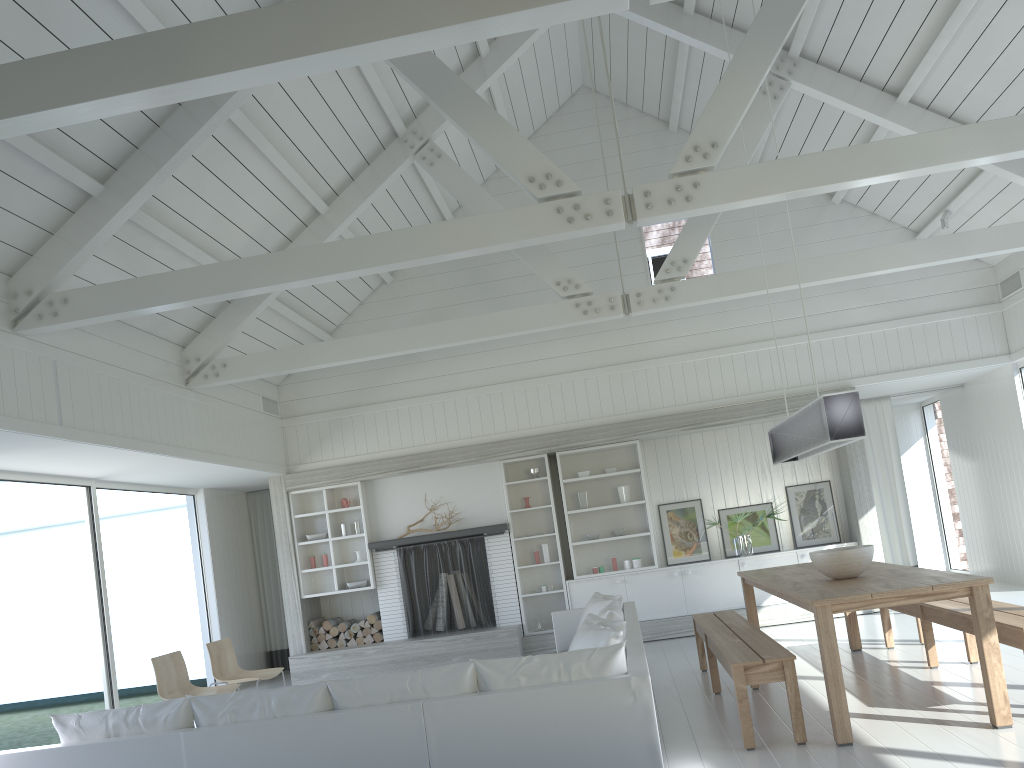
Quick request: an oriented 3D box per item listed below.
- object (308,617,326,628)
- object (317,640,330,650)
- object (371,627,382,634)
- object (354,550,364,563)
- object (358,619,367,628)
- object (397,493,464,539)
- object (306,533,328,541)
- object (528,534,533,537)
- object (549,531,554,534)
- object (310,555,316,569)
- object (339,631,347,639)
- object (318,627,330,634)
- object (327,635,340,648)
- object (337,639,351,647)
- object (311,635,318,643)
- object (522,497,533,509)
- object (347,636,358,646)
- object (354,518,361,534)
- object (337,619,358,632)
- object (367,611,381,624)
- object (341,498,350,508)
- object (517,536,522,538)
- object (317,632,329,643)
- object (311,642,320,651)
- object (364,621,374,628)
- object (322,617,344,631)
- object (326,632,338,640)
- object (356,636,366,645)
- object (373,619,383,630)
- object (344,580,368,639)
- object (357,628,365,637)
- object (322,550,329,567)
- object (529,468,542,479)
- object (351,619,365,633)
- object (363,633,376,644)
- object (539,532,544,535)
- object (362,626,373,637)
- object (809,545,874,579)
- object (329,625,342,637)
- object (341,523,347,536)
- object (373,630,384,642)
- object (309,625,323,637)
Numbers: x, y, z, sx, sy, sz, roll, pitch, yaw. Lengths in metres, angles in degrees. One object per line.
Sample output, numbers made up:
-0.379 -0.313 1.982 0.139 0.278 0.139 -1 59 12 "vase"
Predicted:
-2.303 2.821 10.438 0.080 0.079 0.482 -9 -10 4 "object"
-2.148 3.066 10.436 0.134 0.145 0.553 -9 -10 5 "object"
-1.555 2.867 10.350 0.080 0.079 0.482 -9 -10 4 "object"
-1.775 2.003 10.228 0.136 0.129 0.138 -7 -7 -6 "object"
-1.710 2.797 10.367 0.086 0.090 0.484 -9 -10 4 "object"
-0.897 1.463 10.010 0.779 0.498 0.464 -4 -8 -24 "object"
-2.279 1.796 10.319 0.241 0.072 0.245 -7 -10 -9 "object"
0.213 1.732 10.086 0.054 0.025 0.055 -9 -9 6 "object"
0.459 1.712 10.167 0.054 0.025 0.055 -9 -9 6 "object"
-2.326 2.059 10.295 0.054 0.195 0.054 -9 -4 7 "object"
-1.939 2.941 10.387 0.080 0.079 0.482 -9 -10 4 "object"
-2.180 2.885 10.420 0.080 0.079 0.482 -9 -10 4 "object"
-2.051 3.032 10.410 0.110 0.110 0.499 -9 -10 4 "object"
-1.938 3.016 10.405 0.105 0.114 0.522 -9 -10 5 "object"
-2.263 2.994 10.424 0.080 0.079 0.482 -9 -10 4 "object"
0.174 1.368 10.124 0.136 0.129 0.139 -2 -10 -41 "object"
-1.807 3.030 10.396 0.134 0.145 0.553 -9 -10 5 "object"
-1.797 1.653 10.252 0.054 0.195 0.054 -9 -4 7 "object"
-1.936 2.849 10.405 0.109 0.108 0.499 -9 -10 4 "object"
-1.588 2.742 10.368 0.110 0.110 0.499 -9 -10 4 "object"
-1.940 1.389 10.273 0.059 0.126 0.234 -4 -9 -39 "object"
0.090 1.742 10.046 0.054 0.025 0.055 -9 -9 6 "object"
-2.178 2.978 10.428 0.109 0.108 0.499 -9 -10 4 "object"
-2.249 3.087 10.439 0.108 0.105 0.520 -9 -10 4 "object"
-1.646 2.798 10.359 0.080 0.079 0.482 -9 -10 4 "object"
-2.113 2.833 10.428 0.110 0.110 0.499 -9 -10 4 "object"
-2.089 2.953 10.411 0.080 0.079 0.482 -9 -10 4 "object"
-1.715 3.000 10.378 0.108 0.105 0.520 -9 -10 4 "object"
-1.514 2.810 10.355 0.109 0.108 0.499 -9 -10 4 "object"
-1.824 2.646 10.365 0.340 0.638 0.620 -7 -7 -9 "object"
-1.729 2.907 10.363 0.080 0.079 0.482 -9 -10 4 "object"
-2.177 2.035 10.278 0.054 0.195 0.054 -9 -4 7 "object"
0.263 1.030 10.104 0.163 0.123 0.161 -14 -10 38 "object"
-1.782 2.850 10.386 0.109 0.108 0.499 -9 -10 4 "object"
-1.614 2.980 10.375 0.134 0.145 0.553 -9 -10 5 "object"
0.336 1.722 10.127 0.054 0.025 0.055 -9 -9 6 "object"
-1.644 2.891 10.367 0.109 0.108 0.499 -9 -10 4 "object"
2.100 1.138 5.587 0.389 0.183 0.394 -8 -9 -3 "object"
-2.033 2.899 10.414 0.109 0.108 0.499 -9 -10 4 "object"
-1.960 1.680 10.270 0.054 0.195 0.054 -9 -4 7 "object"
-1.517 2.946 10.349 0.110 0.110 0.499 -9 -10 4 "object"
-2.273 2.908 10.443 0.109 0.108 0.499 -9 -10 4 "object"
